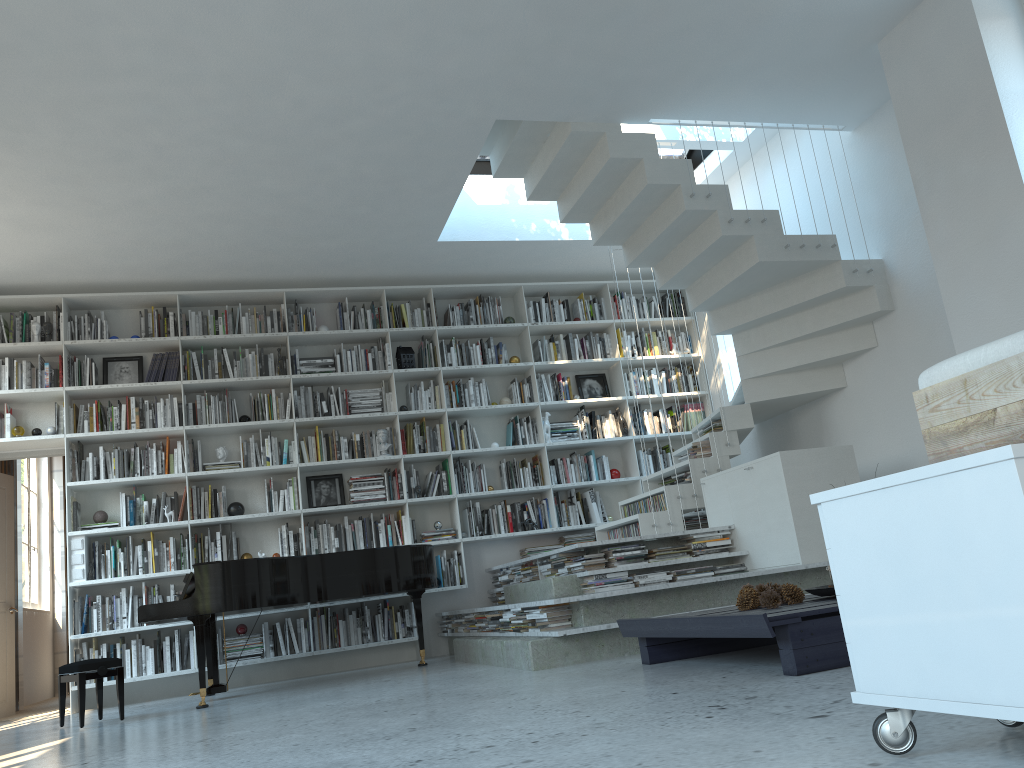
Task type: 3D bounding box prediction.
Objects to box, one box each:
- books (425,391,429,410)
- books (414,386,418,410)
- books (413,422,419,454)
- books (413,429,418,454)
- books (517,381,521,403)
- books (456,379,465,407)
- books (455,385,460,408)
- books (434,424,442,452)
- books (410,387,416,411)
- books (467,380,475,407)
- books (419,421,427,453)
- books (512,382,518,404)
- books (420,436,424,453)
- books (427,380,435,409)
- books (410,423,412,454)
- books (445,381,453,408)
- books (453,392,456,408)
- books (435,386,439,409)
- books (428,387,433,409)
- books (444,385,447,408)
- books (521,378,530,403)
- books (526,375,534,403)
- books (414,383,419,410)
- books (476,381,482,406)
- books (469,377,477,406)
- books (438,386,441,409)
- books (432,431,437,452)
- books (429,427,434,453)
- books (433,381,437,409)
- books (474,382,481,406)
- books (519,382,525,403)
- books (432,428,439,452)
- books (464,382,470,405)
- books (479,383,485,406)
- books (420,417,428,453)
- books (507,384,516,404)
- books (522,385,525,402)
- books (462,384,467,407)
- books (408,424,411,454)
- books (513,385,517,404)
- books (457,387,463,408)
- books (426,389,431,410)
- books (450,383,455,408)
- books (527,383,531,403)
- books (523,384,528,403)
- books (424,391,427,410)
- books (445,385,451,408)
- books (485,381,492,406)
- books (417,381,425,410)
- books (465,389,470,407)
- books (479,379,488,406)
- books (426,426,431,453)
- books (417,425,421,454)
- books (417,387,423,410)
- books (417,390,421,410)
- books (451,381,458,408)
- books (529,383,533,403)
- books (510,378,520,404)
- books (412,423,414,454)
[{"bbox_3d":[-0.751,0.175,7.701,0.027,0.196,0.185,-4,-14,-18],"label":"books"},{"bbox_3d":[-0.846,0.157,7.691,0.028,0.249,0.165,-4,-14,-18],"label":"books"},{"bbox_3d":[-0.827,0.489,7.595,0.019,0.293,0.164,-4,-14,-18],"label":"books"},{"bbox_3d":[-0.840,0.521,7.586,0.015,0.231,0.180,-4,-14,-18],"label":"books"},{"bbox_3d":[0.045,0.106,7.973,0.016,0.243,0.152,-4,-14,-18],"label":"books"},{"bbox_3d":[-0.453,0.113,7.800,0.014,0.279,0.178,-4,-14,-18],"label":"books"},{"bbox_3d":[-0.492,0.141,7.799,0.013,0.235,0.158,-4,-14,-18],"label":"books"},{"bbox_3d":[-0.643,0.493,7.656,0.032,0.266,0.143,-4,-14,-18],"label":"books"},{"bbox_3d":[-0.864,0.163,7.690,0.024,0.242,0.159,-4,-14,-18],"label":"books"},{"bbox_3d":[-0.374,0.116,7.819,0.030,0.262,0.182,-4,-14,-18],"label":"books"},{"bbox_3d":[-0.761,0.483,7.602,0.019,0.292,0.182,-4,-14,-18],"label":"books"},{"bbox_3d":[0.018,0.114,7.964,0.012,0.231,0.154,-4,-14,-18],"label":"books"},{"bbox_3d":[-0.784,0.548,7.620,0.030,0.180,0.132,-4,-14,-18],"label":"books"},{"bbox_3d":[-0.706,0.127,7.738,0.028,0.293,0.155,-4,-14,-18],"label":"books"},{"bbox_3d":[-0.873,0.492,7.578,0.035,0.292,0.145,-4,-14,-18],"label":"books"},{"bbox_3d":[-0.556,0.127,7.792,0.014,0.278,0.154,-4,-14,-18],"label":"books"},{"bbox_3d":[-0.518,0.172,7.787,0.021,0.178,0.137,-4,-14,-18],"label":"books"},{"bbox_3d":[-0.666,0.151,7.723,0.028,0.229,0.177,-4,-14,-18],"label":"books"},{"bbox_3d":[-0.718,0.156,7.724,0.024,0.233,0.150,-4,-14,-18],"label":"books"},{"bbox_3d":[-0.610,0.138,7.752,0.028,0.251,0.190,-4,-14,-18],"label":"books"},{"bbox_3d":[0.113,0.092,7.981,0.016,0.256,0.176,-4,-14,-18],"label":"books"},{"bbox_3d":[0.158,0.078,7.994,0.005,0.277,0.183,-4,-14,-17],"label":"books"},{"bbox_3d":[-0.834,0.144,7.699,0.019,0.274,0.146,-4,-14,-18],"label":"books"},{"bbox_3d":[-0.307,0.120,7.871,0.024,0.261,0.134,-4,-14,-18],"label":"books"},{"bbox_3d":[-0.356,0.106,7.855,0.027,0.294,0.160,-4,-14,-18],"label":"books"},{"bbox_3d":[-0.652,0.150,7.744,0.026,0.237,0.173,-4,-14,-18],"label":"books"},{"bbox_3d":[-0.682,0.522,7.621,0.034,0.204,0.182,-4,-14,-18],"label":"books"},{"bbox_3d":[-0.705,0.503,7.610,0.027,0.241,0.189,-4,-14,-18],"label":"books"},{"bbox_3d":[-0.689,0.133,7.739,0.025,0.276,0.173,-4,-14,-18],"label":"books"},{"bbox_3d":[-0.324,0.125,7.843,0.025,0.244,0.184,-4,-14,-18],"label":"books"},{"bbox_3d":[0.072,0.113,7.981,0.016,0.227,0.160,-4,-14,-18],"label":"books"},{"bbox_3d":[-0.665,0.509,7.650,0.028,0.239,0.146,-4,-14,-18],"label":"books"},{"bbox_3d":[-0.400,0.127,7.834,0.011,0.256,0.131,-4,-14,-18],"label":"books"},{"bbox_3d":[-0.280,0.130,7.861,0.021,0.231,0.183,-4,-14,-18],"label":"books"},{"bbox_3d":[-0.757,0.465,7.628,0.021,0.337,0.169,-4,-14,-18],"label":"books"},{"bbox_3d":[-0.001,0.122,7.962,0.015,0.220,0.140,-4,-14,-18],"label":"books"},{"bbox_3d":[0.085,0.124,7.987,0.012,0.206,0.138,-4,-14,-18],"label":"books"},{"bbox_3d":[-0.434,0.135,7.806,0.022,0.237,0.165,-4,-14,-18],"label":"books"},{"bbox_3d":[-0.889,0.497,7.588,0.035,0.292,0.145,-4,-14,-18],"label":"books"},{"bbox_3d":[0.011,0.128,7.960,0.005,0.204,0.154,-4,-14,-17],"label":"books"},{"bbox_3d":[-0.473,0.151,7.805,0.026,0.215,0.162,-4,-14,-18],"label":"books"},{"bbox_3d":[-0.732,0.167,7.710,0.029,0.210,0.158,-4,-14,-18],"label":"books"},{"bbox_3d":[-0.536,0.136,7.778,0.014,0.247,0.177,-4,-14,-18],"label":"books"},{"bbox_3d":[0.130,0.116,7.978,0.013,0.204,0.174,-4,-14,-18],"label":"books"},{"bbox_3d":[0.101,0.122,7.980,0.013,0.201,0.174,-4,-14,-18],"label":"books"},{"bbox_3d":[-0.768,0.176,7.693,0.024,0.194,0.173,-4,-14,-18],"label":"books"},{"bbox_3d":[-0.576,0.147,7.786,0.030,0.241,0.138,-4,-14,-18],"label":"books"},{"bbox_3d":[-0.226,0.119,7.893,0.034,0.253,0.161,-4,-14,-18],"label":"books"},{"bbox_3d":[-0.786,0.135,7.686,0.028,0.274,0.187,-4,-14,-18],"label":"books"},{"bbox_3d":[-0.411,0.156,7.816,0.025,0.193,0.171,-4,-14,-18],"label":"books"},{"bbox_3d":[-0.258,0.106,7.862,0.024,0.271,0.170,-4,-14,-18],"label":"books"},{"bbox_3d":[-0.735,0.506,7.627,0.033,0.252,0.175,-4,-14,-18],"label":"books"},{"bbox_3d":[-0.813,0.502,7.621,0.035,0.277,0.139,-4,-14,-18],"label":"books"},{"bbox_3d":[-0.805,0.160,7.697,0.023,0.235,0.179,-4,-14,-18],"label":"books"},{"bbox_3d":[-0.819,0.176,7.694,0.023,0.206,0.171,-4,-14,-18],"label":"books"},{"bbox_3d":[-0.513,0.125,7.819,0.014,0.283,0.136,-4,-14,-18],"label":"books"},{"bbox_3d":[0.153,0.115,7.990,0.012,0.205,0.170,-4,-14,-18],"label":"books"},{"bbox_3d":[0.031,0.093,7.960,0.015,0.267,0.164,-4,-14,-18],"label":"books"},{"bbox_3d":[-0.865,0.495,7.595,0.035,0.292,0.145,-4,-14,-18],"label":"books"}]
